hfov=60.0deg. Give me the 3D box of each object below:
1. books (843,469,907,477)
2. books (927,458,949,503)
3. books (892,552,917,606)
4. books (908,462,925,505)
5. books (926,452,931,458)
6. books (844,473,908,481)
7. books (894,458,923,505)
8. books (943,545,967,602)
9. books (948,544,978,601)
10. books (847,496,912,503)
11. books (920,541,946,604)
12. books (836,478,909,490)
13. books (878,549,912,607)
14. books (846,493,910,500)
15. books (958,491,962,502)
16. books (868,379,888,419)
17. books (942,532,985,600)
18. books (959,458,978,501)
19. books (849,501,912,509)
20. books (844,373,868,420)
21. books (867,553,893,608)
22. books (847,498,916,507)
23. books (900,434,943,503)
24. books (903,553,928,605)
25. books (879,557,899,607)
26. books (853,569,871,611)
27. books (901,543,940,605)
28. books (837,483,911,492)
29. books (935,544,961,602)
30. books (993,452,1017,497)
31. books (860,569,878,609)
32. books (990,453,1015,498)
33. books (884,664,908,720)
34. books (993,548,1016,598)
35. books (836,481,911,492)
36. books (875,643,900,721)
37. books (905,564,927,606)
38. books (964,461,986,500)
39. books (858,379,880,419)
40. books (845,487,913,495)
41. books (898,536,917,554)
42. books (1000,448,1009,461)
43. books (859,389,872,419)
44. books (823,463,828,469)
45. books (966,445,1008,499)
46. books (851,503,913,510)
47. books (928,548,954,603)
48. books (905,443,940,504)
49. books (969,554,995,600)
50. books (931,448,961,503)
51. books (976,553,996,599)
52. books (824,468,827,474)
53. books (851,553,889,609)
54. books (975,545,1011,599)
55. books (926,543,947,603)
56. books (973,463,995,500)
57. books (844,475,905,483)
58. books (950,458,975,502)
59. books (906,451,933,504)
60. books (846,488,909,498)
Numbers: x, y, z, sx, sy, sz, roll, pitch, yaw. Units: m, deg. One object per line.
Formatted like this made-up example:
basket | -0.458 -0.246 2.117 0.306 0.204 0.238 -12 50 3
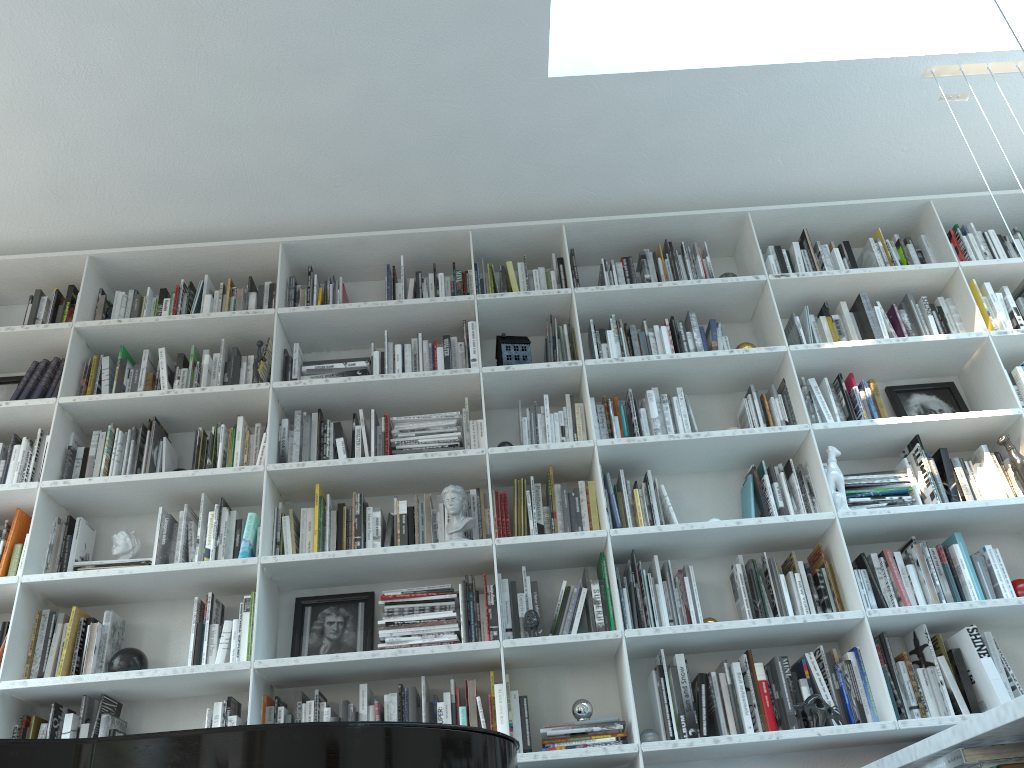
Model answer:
books | 1.407 0.393 3.544 0.285 0.012 0.160 -5 -31 0
books | 1.651 0.438 3.499 0.030 0.235 0.180 -4 -31 -2
books | 1.441 0.772 3.312 0.026 0.238 0.178 -4 -31 -2
books | 1.583 0.452 3.522 0.023 0.245 0.138 -4 -31 -2
books | 1.671 0.427 3.526 0.013 0.279 0.132 -4 -31 -2
books | 1.408 0.404 3.538 0.285 0.012 0.160 -3 -31 -4
books | 1.565 0.441 3.508 0.012 0.252 0.161 -4 -31 -2
books | 1.639 0.756 3.331 0.012 0.252 0.161 -4 -31 -2
books | 1.656 0.746 3.307 0.023 0.242 0.190 -4 -31 -2
books | 1.414 0.483 3.483 0.254 0.012 0.161 -2 -31 -6
books | 1.538 0.744 3.304 0.012 0.260 0.187 -4 -31 -2
books | 1.410 0.424 3.526 0.285 0.012 0.160 -5 -31 0
books | 1.405 0.763 3.299 0.045 0.245 0.186 -4 -31 -2
books | 1.413 0.478 3.498 0.254 0.012 0.161 -4 -31 -2
books | 1.742 0.430 3.540 0.010 0.276 0.129 -4 -31 -2
books | 1.500 0.129 3.682 0.026 0.242 0.179 -4 -31 -2
books | 1.679 0.726 3.323 0.026 0.288 0.182 -4 -31 -2
books | 1.795 0.436 3.532 0.031 0.248 0.134 -4 -31 -2
books | 1.414 0.506 3.476 0.254 0.012 0.161 -5 -31 0
books | 1.424 0.120 3.695 0.014 0.283 0.176 -4 -31 -2
books | 1.362 0.775 3.313 0.024 0.245 0.144 -4 -31 -2
books | 1.415 0.496 3.482 0.285 0.012 0.160 -3 -31 -4
books | 1.627 0.391 3.517 0.010 0.337 0.181 -4 -31 -2
books | 1.487 0.771 3.309 0.012 0.228 0.180 -4 -31 -2
books | 1.380 0.778 3.297 0.011 0.221 0.163 -4 -31 -2
books | 1.280 0.804 3.290 0.023 0.185 0.160 -4 -31 -2
books | 1.506 0.747 3.297 0.028 0.253 0.192 -4 -31 -2
books | 1.412 0.444 3.513 0.285 0.012 0.160 -5 -31 0
books | 1.600 0.747 3.306 0.014 0.248 0.178 -4 -31 -2
books | 1.937 0.416 3.526 0.024 0.253 0.145 -4 -31 -2
books | 1.302 0.802 3.288 0.022 0.183 0.163 -4 -31 -2
books | 1.905 0.417 3.508 0.041 0.238 0.177 -4 -31 -2
books | 1.333 1.113 3.129 0.033 0.212 0.140 -4 -31 -2
books | 1.809 0.751 3.321 0.027 0.222 0.171 -4 -31 -2
books | 1.411 0.431 3.513 0.285 0.012 0.160 -2 -31 -6
books | 1.306 1.077 3.137 0.015 0.285 0.139 -4 -31 -2
books | 1.469 0.788 3.288 0.027 0.180 0.187 -4 -31 -2
books | 1.825 0.440 3.528 0.028 0.234 0.130 -4 -31 -2
books | 1.476 0.132 3.692 0.021 0.252 0.167 -4 -31 -2
books | 1.413 0.453 3.505 0.285 0.012 0.160 -3 -31 -5
books | 1.525 0.738 3.328 0.013 0.297 0.148 -4 -31 -2
books | 2.012 0.406 3.549 0.029 0.282 0.139 -4 -31 -2
books | 1.451 0.151 3.681 0.033 0.212 0.153 -4 -31 -2
books | 1.246 0.465 3.509 0.028 0.266 0.138 -4 -31 -2
books | 1.873 0.405 3.513 0.021 0.269 0.192 -4 -31 -2
books | 1.415 0.515 3.466 0.254 0.012 0.161 -6 -31 1
books | 1.580 0.760 3.322 0.026 0.245 0.166 -4 -31 -2
books | 1.618 0.409 3.508 0.011 0.298 0.185 -4 -31 -2
books | 1.721 0.763 3.305 0.030 0.199 0.190 -4 -31 -2
books | 1.707 0.417 3.516 0.059 0.280 0.168 -4 -31 -2
books | 1.753 0.761 3.324 0.037 0.217 0.140 -4 -31 -2
books | 1.220 0.470 3.471 0.027 0.220 0.185 -4 -31 -2
books | 1.326 0.773 3.302 0.047 0.242 0.178 -4 -31 -2
books | 1.783 0.747 3.322 0.025 0.234 0.182 -4 -31 -2
books | 1.561 0.749 3.325 0.011 0.270 0.152 -4 -31 -2
books | 1.853 0.444 3.518 0.025 0.212 0.156 -4 -31 -2
books | 1.409 0.414 3.532 0.254 0.012 0.161 -5 -31 0
books | 1.764 0.432 3.513 0.031 0.241 0.148 -4 -31 -2
books | 1.607 0.430 3.527 0.012 0.283 0.160 -4 -31 -2
books | 1.414 0.462 3.495 0.254 0.012 0.161 -7 -31 2
